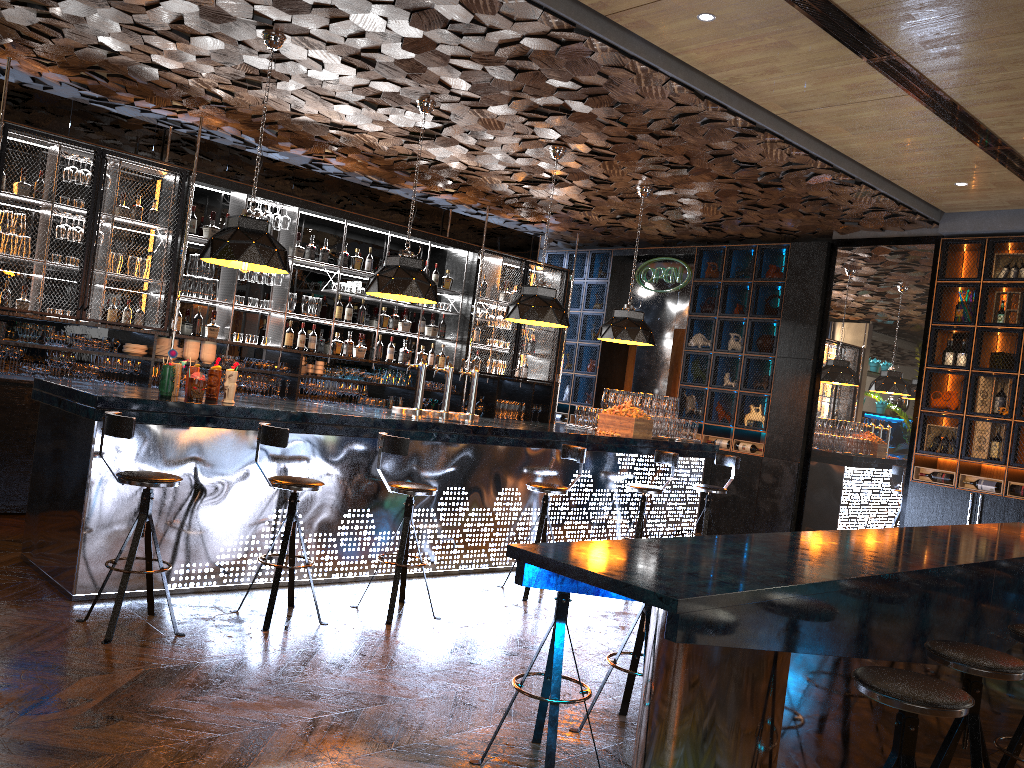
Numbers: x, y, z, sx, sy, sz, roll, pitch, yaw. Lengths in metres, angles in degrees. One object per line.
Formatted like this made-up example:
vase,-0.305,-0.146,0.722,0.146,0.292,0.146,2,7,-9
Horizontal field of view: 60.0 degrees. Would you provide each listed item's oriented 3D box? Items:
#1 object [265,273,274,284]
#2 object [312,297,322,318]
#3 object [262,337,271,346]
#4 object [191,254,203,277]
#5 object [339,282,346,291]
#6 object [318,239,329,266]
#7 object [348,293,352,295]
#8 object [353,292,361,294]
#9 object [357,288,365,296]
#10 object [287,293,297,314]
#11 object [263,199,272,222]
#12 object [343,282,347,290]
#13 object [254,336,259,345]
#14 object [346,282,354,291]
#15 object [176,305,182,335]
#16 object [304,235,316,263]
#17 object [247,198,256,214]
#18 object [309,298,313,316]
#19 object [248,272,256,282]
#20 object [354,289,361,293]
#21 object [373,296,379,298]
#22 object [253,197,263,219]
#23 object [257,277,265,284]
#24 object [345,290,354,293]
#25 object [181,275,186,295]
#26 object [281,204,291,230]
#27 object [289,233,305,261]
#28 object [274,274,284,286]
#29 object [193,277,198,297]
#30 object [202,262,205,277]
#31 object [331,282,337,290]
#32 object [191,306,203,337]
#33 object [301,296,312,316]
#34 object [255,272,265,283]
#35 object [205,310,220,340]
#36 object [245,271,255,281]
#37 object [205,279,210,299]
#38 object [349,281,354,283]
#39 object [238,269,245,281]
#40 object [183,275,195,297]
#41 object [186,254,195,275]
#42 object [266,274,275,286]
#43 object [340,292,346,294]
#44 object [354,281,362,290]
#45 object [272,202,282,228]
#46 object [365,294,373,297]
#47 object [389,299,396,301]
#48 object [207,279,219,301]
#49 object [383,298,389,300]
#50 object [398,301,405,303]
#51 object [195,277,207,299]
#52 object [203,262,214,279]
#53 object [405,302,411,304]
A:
object,-2.423,-1.126,8.874,0.092,0.244,0.092,7,0,8
object,-2.052,-0.799,9.303,0.105,0.209,0.105,7,0,2
object,-2.487,-0.427,8.968,0.089,0.092,0.089,7,0,-32
object,-2.994,-1.130,8.453,0.105,0.209,0.105,7,0,2
object,-1.823,-1.038,9.481,0.089,0.092,0.089,7,0,-17
object,-1.982,-1.394,9.378,0.083,0.282,0.083,7,0,-28
object,-1.770,-1.032,9.772,0.089,0.092,0.089,7,0,-17
object,-1.688,-1.021,9.652,0.089,0.092,0.089,7,0,36
object,-1.675,-1.020,9.815,0.089,0.092,0.089,7,0,36
object,-2.266,-0.827,9.096,0.105,0.209,0.105,7,0,2
object,-2.422,-1.703,8.807,0.092,0.244,0.092,7,0,8
object,-1.827,-1.059,9.683,0.089,0.092,0.089,7,0,-17
object,-2.606,-0.442,8.941,0.089,0.092,0.089,7,0,-32
object,-1.743,-1.049,9.546,0.089,0.092,0.089,7,0,-1
object,-3.164,-0.617,8.378,0.086,0.299,0.086,7,0,6
object,-2.102,-1.409,9.264,0.083,0.282,0.083,7,0,32
object,-2.613,-1.728,8.852,0.092,0.244,0.092,7,0,8
object,-2.116,-0.808,9.390,0.105,0.209,0.105,7,0,2
object,-2.606,-1.149,8.927,0.092,0.244,0.092,7,0,8
object,-1.685,-1.043,9.652,0.089,0.092,0.089,7,0,36
object,-1.533,-1.002,9.982,0.089,0.092,0.089,7,0,-1
object,-2.501,-1.713,8.731,0.092,0.244,0.092,7,0,8
object,-2.535,-1.140,8.995,0.092,0.244,0.092,7,0,8
object,-1.746,-1.029,9.546,0.089,0.092,0.089,7,0,19
object,-3.150,-0.939,8.492,0.105,0.209,0.105,7,0,2
object,-2.275,-1.685,8.945,0.092,0.244,0.092,7,0,8
object,-2.217,-1.422,9.158,0.123,0.279,0.123,7,0,35
object,-2.348,-1.116,8.945,0.092,0.244,0.092,7,0,8
object,-3.057,-0.927,8.571,0.105,0.209,0.105,7,0,2
object,-2.981,-1.128,8.603,0.105,0.209,0.105,7,0,2
object,-1.917,-1.050,9.616,0.089,0.092,0.089,7,0,19
object,-3.005,-0.598,8.486,0.086,0.297,0.086,7,0,-9
object,-2.146,-0.811,9.246,0.105,0.209,0.105,7,0,2
object,-2.494,-1.135,8.807,0.092,0.244,0.092,7,0,8
object,-2.900,-0.574,8.602,0.123,0.279,0.123,7,0,-30
object,-2.574,-1.145,8.731,0.092,0.244,0.092,7,0,8
object,-2.971,-0.916,8.638,0.105,0.209,0.105,7,0,2
object,-1.764,-1.080,9.772,0.089,0.092,0.089,7,0,-17
object,-2.686,-1.160,8.852,0.092,0.244,0.092,7,0,8
object,-3.063,-0.928,8.414,0.105,0.209,0.105,7,0,2
object,-3.075,-1.140,8.531,0.105,0.209,0.105,7,0,2
object,-2.460,-1.131,9.066,0.092,0.244,0.092,7,0,8
object,-1.829,-1.039,9.683,0.089,0.092,0.089,7,0,-17
object,-1.682,-1.069,9.652,0.089,0.092,0.089,7,0,43
object,-2.350,-1.694,8.874,0.092,0.244,0.092,7,0,8
object,-1.563,-1.005,9.730,0.089,0.092,0.089,7,0,-17
object,-1.334,-0.976,9.962,0.089,0.092,0.089,7,0,10
object,-2.886,-0.905,8.566,0.105,0.209,0.105,7,0,2
object,-1.405,-0.985,9.878,0.089,0.092,0.089,7,0,19
object,-1.242,-0.964,10.016,0.089,0.092,0.089,7,0,10
object,-2.977,-0.917,8.496,0.105,0.209,0.105,7,0,2
object,-2.916,-1.120,8.539,0.105,0.209,0.105,7,0,2
object,-1.193,-0.958,10.109,0.089,0.092,0.089,7,0,1
